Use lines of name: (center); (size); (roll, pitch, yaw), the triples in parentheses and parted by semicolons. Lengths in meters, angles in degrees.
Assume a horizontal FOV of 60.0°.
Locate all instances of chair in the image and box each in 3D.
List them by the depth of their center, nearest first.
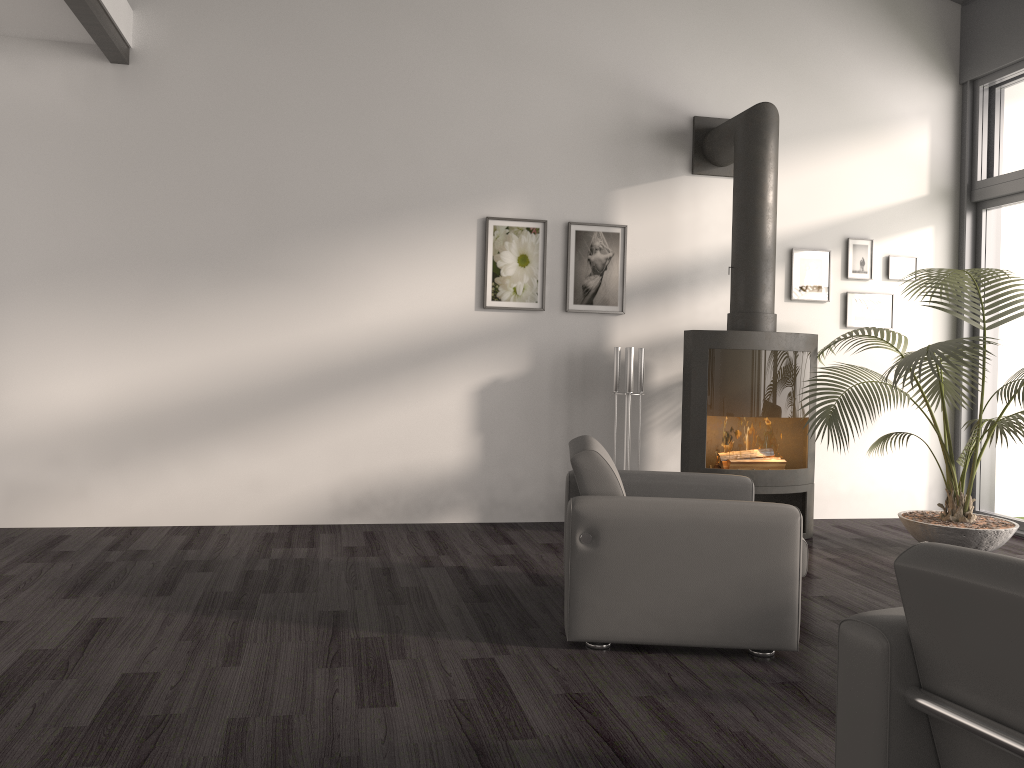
chair: (1.258, 0.673, 1.576); (0.909, 0.717, 0.964); (1, 1, -22)
chair: (0.673, 0.596, 3.621); (0.910, 0.717, 0.963); (2, 1, 3)

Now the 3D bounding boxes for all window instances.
window: (4.325, -0.618, 1.573); (0.385, 3.471, 9.750); (2, 1, -12)

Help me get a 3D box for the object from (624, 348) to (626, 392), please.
object: (0.727, 0.299, 5.512); (0.041, 1.049, 0.113); (1, -1, 33)

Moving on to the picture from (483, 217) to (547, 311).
picture: (0.023, -0.758, 5.610); (0.394, 0.578, 0.026); (2, 0, -12)

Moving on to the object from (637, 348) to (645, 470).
object: (0.782, 0.305, 5.427); (0.075, 1.052, 0.145); (1, -1, 39)

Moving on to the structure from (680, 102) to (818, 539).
structure: (1.386, -0.425, 5.733); (0.818, 2.675, 1.116); (2, 0, -12)

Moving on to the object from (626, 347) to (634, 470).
object: (0.748, 0.292, 5.285); (0.167, 1.020, 0.078); (1, -1, 40)

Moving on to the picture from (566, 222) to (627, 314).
picture: (0.547, -0.746, 5.720); (0.394, 0.578, 0.026); (2, 0, -12)

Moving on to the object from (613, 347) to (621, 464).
object: (0.615, 0.267, 5.377); (0.116, 0.983, 0.042); (2, -1, -37)

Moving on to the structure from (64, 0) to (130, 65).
structure: (-2.157, -1.134, 2.340); (1.000, 4.094, 6.345); (2, 1, -12)

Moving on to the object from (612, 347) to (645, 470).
object: (0.702, 0.340, 5.405); (0.401, 1.126, 0.400); (1, 0, 38)

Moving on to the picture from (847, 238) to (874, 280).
picture: (2.400, -0.862, 6.109); (0.191, 0.280, 0.015); (2, 0, -12)

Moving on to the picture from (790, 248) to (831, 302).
picture: (2.035, -0.740, 6.032); (0.288, 0.352, 0.015); (2, 0, -12)

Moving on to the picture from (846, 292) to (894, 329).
picture: (2.473, -0.508, 6.124); (0.359, 0.244, 0.015); (1, 0, -12)

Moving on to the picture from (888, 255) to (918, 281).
picture: (2.724, -0.807, 6.177); (0.221, 0.166, 0.015); (1, 0, -12)

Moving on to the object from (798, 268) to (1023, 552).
object: (2.492, 0.133, 4.982); (1.718, 1.667, 2.120); (1, 1, -17)
